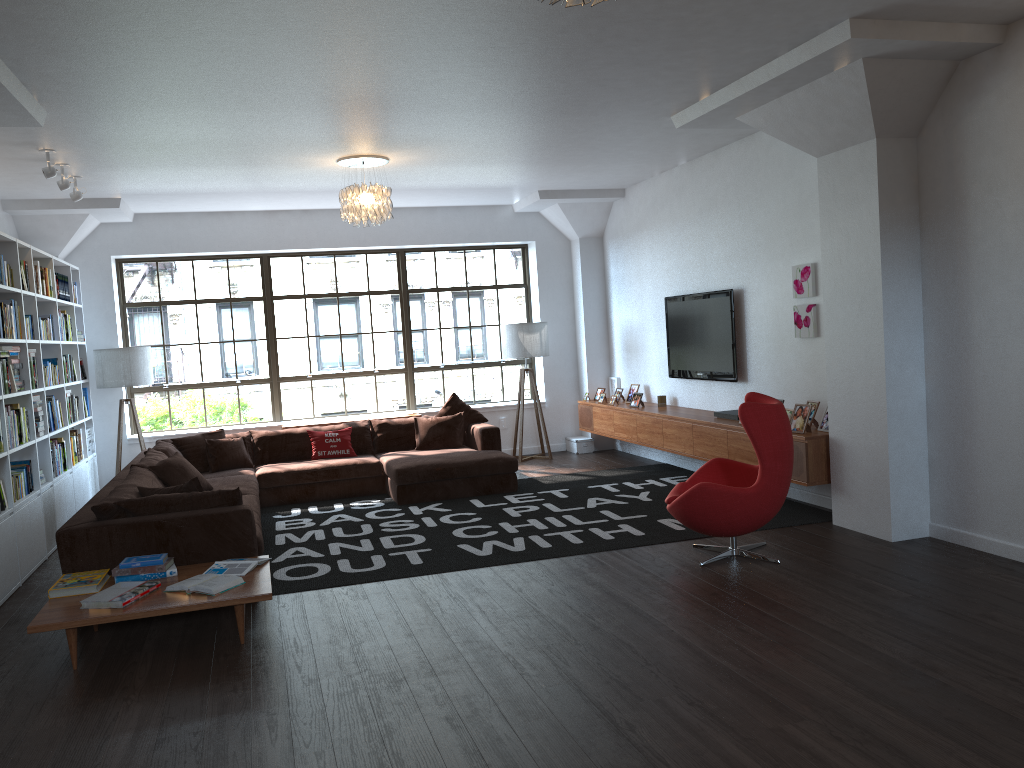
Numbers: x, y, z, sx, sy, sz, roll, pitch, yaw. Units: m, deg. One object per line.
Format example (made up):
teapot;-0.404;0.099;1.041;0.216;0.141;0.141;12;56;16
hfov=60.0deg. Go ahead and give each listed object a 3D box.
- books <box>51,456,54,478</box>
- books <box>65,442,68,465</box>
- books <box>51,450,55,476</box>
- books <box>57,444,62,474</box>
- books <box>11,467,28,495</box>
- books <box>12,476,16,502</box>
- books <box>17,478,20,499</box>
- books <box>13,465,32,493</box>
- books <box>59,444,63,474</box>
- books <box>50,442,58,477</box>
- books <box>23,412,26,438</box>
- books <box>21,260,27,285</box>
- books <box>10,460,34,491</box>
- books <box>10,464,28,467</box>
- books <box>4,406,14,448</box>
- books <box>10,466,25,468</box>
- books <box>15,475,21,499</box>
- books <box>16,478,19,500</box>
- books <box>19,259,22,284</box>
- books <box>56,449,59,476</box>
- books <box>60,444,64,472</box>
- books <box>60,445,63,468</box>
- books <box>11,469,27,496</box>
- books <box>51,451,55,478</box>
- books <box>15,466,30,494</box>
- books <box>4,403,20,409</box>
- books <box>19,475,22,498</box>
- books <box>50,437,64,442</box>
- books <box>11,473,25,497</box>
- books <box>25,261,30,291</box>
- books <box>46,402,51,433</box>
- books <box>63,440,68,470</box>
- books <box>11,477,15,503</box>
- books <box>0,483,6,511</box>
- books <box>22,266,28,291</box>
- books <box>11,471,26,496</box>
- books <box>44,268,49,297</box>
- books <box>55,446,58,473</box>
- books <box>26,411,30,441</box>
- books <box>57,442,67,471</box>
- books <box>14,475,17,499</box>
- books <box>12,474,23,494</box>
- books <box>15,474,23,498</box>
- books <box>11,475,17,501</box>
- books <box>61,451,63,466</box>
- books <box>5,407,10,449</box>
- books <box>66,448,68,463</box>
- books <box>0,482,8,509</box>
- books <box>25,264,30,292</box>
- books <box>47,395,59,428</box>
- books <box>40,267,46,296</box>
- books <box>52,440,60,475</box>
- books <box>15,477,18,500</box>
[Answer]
books;-3.834;0.660;7.201;0.174;0.240;0.045;-5;4;-17
books;-3.992;0.632;7.772;0.160;0.250;0.026;-5;4;-17
books;-3.853;0.662;7.265;0.168;0.231;0.037;-5;4;-17
books;-3.904;0.643;7.465;0.183;0.253;0.034;-5;4;-17
books;-3.599;0.710;6.424;0.146;0.202;0.027;-5;3;-16
books;-3.505;0.733;6.123;0.128;0.178;0.021;-5;3;-16
books;-3.527;0.741;6.229;0.110;0.153;0.018;-5;3;-16
books;-3.626;0.705;6.530;0.146;0.202;0.027;-5;3;-16
books;-3.909;0.641;7.498;0.183;0.253;0.034;-5;4;-17
books;-3.870;0.634;7.314;0.198;0.284;0.066;-5;4;-17
books;-3.638;0.320;6.459;0.161;0.223;0.027;-5;4;-17
books;-3.862;-0.830;6.880;0.160;0.251;0.031;-5;3;-16
books;-3.654;0.688;6.610;0.140;0.231;0.042;-5;3;-16
books;-3.653;0.703;6.563;0.144;0.207;0.048;-5;3;-16
books;-3.532;0.301;6.084;0.176;0.290;0.053;-5;4;-17
books;-3.635;0.708;6.499;0.146;0.202;0.027;-5;3;-16
books;-3.534;0.734;6.246;0.120;0.167;0.020;-5;3;-16
books;-3.521;0.742;6.211;0.110;0.153;0.019;-5;3;-16
books;-3.795;-0.823;6.667;0.183;0.253;0.042;-5;3;-16
books;-3.872;0.660;7.388;0.161;0.223;0.026;-5;4;-17
books;-3.952;0.644;7.613;0.174;0.240;0.045;-5;4;-17
books;-3.925;0.643;7.540;0.171;0.246;0.057;-5;4;-17
books;-3.584;0.716;6.395;0.139;0.191;0.036;-5;3;-16
books;-3.833;0.666;7.238;0.161;0.223;0.026;-5;4;-17
books;-3.598;0.708;6.453;0.146;0.202;0.027;-5;3;-16
books;-3.611;0.291;6.344;0.176;0.290;0.036;-5;4;-17
books;-3.535;0.734;6.274;0.106;0.162;0.032;-5;3;-16
books;-3.973;0.616;7.683;0.176;0.290;0.036;-5;4;-17
books;-3.566;0.727;6.342;0.126;0.173;0.032;-5;3;-16
books;-3.877;-0.832;6.944;0.160;0.251;0.039;-5;3;-16
books;-3.842;0.276;7.160;0.182;0.255;0.077;-5;3;-16
books;-3.984;0.629;7.730;0.180;0.259;0.060;-5;4;-17
books;-3.497;0.734;6.102;0.128;0.178;0.022;-5;3;-16
books;-3.405;0.721;5.750;0.174;0.236;0.142;-5;4;-17
books;-3.827;-0.805;6.807;0.161;0.207;0.130;-5;4;-17
books;-3.573;0.723;6.368;0.128;0.178;0.021;-5;3;-16
books;-4.053;-0.858;7.541;0.183;0.253;0.034;-5;3;-16
books;-3.868;0.648;7.363;0.160;0.250;0.026;-5;4;-17
books;-3.664;0.316;6.560;0.161;0.223;0.026;-5;4;-17
books;-3.953;0.635;7.653;0.183;0.253;0.034;-5;4;-17
books;-3.525;0.732;6.171;0.128;0.178;0.022;-5;3;-16
books;-3.557;0.730;6.315;0.122;0.169;0.023;-5;3;-16
books;-3.543;0.731;6.297;0.107;0.167;0.017;-5;3;-16
books;-3.519;0.730;6.145;0.134;0.184;0.030;-5;3;-16
books;-3.934;0.653;7.582;0.161;0.223;0.027;-5;4;-17
books;-3.508;0.309;5.975;0.198;0.284;0.066;-5;4;-17
books;-4.000;0.644;7.797;0.161;0.223;0.027;-5;4;-17
books;-3.412;0.732;5.808;0.161;0.207;0.135;-5;4;-17
books;-3.861;-0.818;6.913;0.161;0.223;0.032;-5;3;-16
books;-3.950;0.245;7.498;0.176;0.293;0.125;-5;3;-16
books;-4.028;-0.852;7.463;0.171;0.246;0.057;-5;3;-16
books;-3.894;0.626;7.422;0.176;0.290;0.053;-5;4;-17
books;-3.522;0.734;6.192;0.109;0.171;0.018;-5;3;-16
